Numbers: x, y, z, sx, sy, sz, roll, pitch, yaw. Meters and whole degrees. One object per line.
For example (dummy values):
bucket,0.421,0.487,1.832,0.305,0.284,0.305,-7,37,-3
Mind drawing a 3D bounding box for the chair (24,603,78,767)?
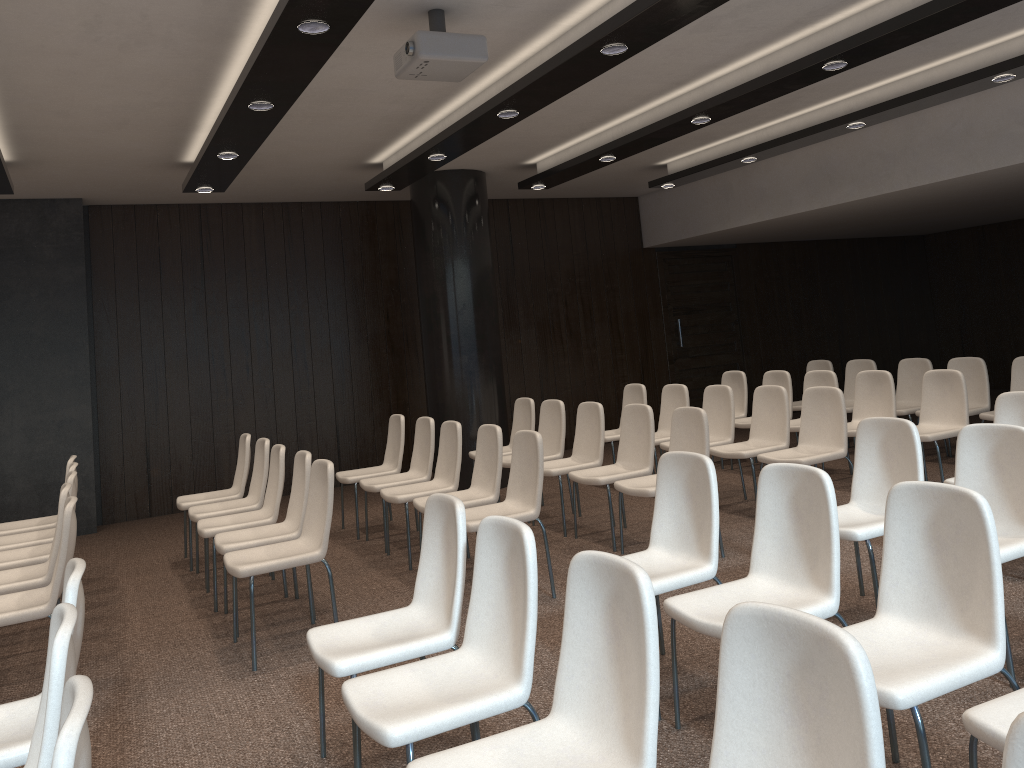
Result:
chair,-1.280,1.037,1.994,0.560,0.911,0.524,-4,-4,-27

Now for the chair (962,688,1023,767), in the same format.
chair,1.409,0.787,2.034,0.560,0.911,0.524,-4,-4,-25

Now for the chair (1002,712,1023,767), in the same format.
chair,0.613,0.921,0.954,0.560,0.911,0.524,-4,-4,-25

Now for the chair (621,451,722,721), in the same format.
chair,0.578,0.774,3.633,0.560,0.911,0.524,-4,-4,-27

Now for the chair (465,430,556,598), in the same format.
chair,-0.085,0.755,5.061,0.560,0.911,0.524,-4,-4,-24

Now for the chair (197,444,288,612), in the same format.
chair,-1.703,0.875,5.570,0.560,0.911,0.524,-4,-4,-24

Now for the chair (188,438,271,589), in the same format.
chair,-1.959,0.868,6.124,0.560,0.911,0.524,-4,-4,-26

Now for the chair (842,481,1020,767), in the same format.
chair,1.125,0.784,2.545,0.560,0.911,0.524,-4,-4,-25

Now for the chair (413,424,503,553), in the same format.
chair,-0.325,0.745,5.623,0.560,0.911,0.524,-4,-4,-24

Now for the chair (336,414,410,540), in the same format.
chair,-1.141,0.732,7.188,0.560,0.911,0.524,-4,-4,-24

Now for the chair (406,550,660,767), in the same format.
chair,0.067,0.910,2.040,0.560,0.911,0.524,-4,-4,-26

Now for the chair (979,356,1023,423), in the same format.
chair,4.194,0.241,7.186,0.560,0.911,0.524,-4,-4,-27

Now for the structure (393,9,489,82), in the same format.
structure,-0.387,-1.756,4.488,0.410,0.317,0.379,-5,0,-26

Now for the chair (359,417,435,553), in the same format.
chair,-0.851,0.735,6.667,0.560,0.911,0.524,-4,-4,-25

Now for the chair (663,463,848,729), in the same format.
chair,0.870,0.777,3.097,0.560,0.911,0.524,-4,-4,-26

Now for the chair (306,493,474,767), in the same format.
chair,-0.428,0.895,3.124,0.560,0.911,0.524,-4,-4,-25

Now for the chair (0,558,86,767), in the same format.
chair,-1.524,1.029,2.539,0.560,0.911,0.524,-4,-4,-27

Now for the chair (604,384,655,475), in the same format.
chair,0.998,0.475,8.253,0.560,0.911,0.524,-4,-4,-24

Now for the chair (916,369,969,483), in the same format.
chair,3.168,0.365,6.658,0.560,0.911,0.524,-4,-4,-24

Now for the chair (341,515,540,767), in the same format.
chair,-0.194,0.903,2.600,0.560,0.911,0.524,-4,-4,-27

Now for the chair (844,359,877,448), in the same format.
chair,3.380,0.227,8.768,0.560,0.911,0.524,-4,-4,-28

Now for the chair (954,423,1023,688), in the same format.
chair,1.910,0.651,3.628,0.560,0.911,0.524,-4,-4,-26

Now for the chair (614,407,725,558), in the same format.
chair,0.977,0.628,5.568,0.560,0.911,0.524,-4,-4,-24

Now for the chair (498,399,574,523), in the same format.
chair,0.169,0.610,7.216,0.560,0.911,0.524,-4,-4,-27

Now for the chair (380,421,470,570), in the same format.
chair,-0.613,0.743,6.126,0.560,0.911,0.524,-4,-4,-24

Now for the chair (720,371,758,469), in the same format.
chair,2.090,0.343,8.823,0.560,0.911,0.524,-4,-4,-24

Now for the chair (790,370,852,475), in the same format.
chair,2.616,0.354,7.768,0.560,0.911,0.524,-4,-4,-28

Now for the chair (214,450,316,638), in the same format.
chair,-1.419,0.878,5.058,0.560,0.911,0.524,-4,-4,-24

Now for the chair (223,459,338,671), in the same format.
chair,-1.187,0.886,4.536,0.560,0.911,0.524,-4,-4,-27

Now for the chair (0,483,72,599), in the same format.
chair,-2.563,1.013,4.522,0.560,0.911,0.524,-4,-4,-26

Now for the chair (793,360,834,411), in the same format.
chair,3.138,0.219,9.308,0.560,0.911,0.524,-4,-4,-24

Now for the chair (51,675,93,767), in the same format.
chair,-0.982,1.040,1.450,0.560,0.911,0.524,-4,-4,-24

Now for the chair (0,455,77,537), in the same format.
chair,-3.341,0.994,6.141,0.560,0.911,0.524,-4,-4,-24

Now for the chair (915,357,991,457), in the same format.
chair,3.915,0.236,7.731,0.560,0.911,0.524,-4,-4,-27

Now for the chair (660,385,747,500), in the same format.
chair,1.543,0.486,7.170,0.560,0.911,0.524,-4,-4,-24

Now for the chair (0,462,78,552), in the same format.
chair,-3.065,0.999,5.603,0.560,0.911,0.524,-4,-4,-25

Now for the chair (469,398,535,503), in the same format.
chair,-0.064,0.602,7.739,0.560,0.911,0.524,-4,-4,-25

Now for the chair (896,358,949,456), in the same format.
chair,3.677,0.230,8.227,0.560,0.911,0.524,-4,-4,-26

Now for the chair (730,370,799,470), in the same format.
chair,2.367,0.348,8.283,0.560,0.911,0.524,-4,-4,-24

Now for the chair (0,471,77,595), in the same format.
chair,-2.814,1.005,5.084,0.560,0.911,0.524,-4,-4,-26

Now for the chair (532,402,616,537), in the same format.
chair,0.431,0.618,6.653,0.560,0.911,0.524,-4,-4,-25

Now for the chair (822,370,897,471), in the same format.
chair,2.867,0.362,7.206,0.560,0.911,0.524,-4,-4,-27

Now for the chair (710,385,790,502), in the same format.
chair,1.827,0.489,6.658,0.560,0.911,0.524,-4,-4,-24

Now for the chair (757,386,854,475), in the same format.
chair,2.059,0.497,6.136,0.560,0.911,0.524,-4,-4,-28

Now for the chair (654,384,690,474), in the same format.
chair,1.288,0.479,7.722,0.560,0.911,0.524,-4,-4,-25

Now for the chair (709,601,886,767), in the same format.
chair,0.356,0.913,1.509,0.560,0.911,0.524,-4,-4,-27

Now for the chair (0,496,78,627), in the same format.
chair,-2.264,1.016,3.979,0.560,0.911,0.524,-4,-4,-26

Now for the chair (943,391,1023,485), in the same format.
chair,2.680,0.520,4.709,0.560,0.911,0.524,-4,-4,-27

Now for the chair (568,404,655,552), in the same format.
chair,0.721,0.621,6.121,0.560,0.911,0.524,-4,-4,-25

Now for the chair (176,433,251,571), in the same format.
chair,-2.248,0.864,6.654,0.560,0.911,0.524,-4,-4,-24

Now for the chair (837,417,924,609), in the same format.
chair,1.666,0.643,4.172,0.560,0.911,0.524,-4,-4,-24

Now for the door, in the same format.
door,2.644,-0.646,12.035,1.405,2.435,0.265,-4,-6,-26

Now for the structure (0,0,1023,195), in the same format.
structure,-2.326,-1.548,3.240,13.207,0.232,7.994,-7,4,-26
